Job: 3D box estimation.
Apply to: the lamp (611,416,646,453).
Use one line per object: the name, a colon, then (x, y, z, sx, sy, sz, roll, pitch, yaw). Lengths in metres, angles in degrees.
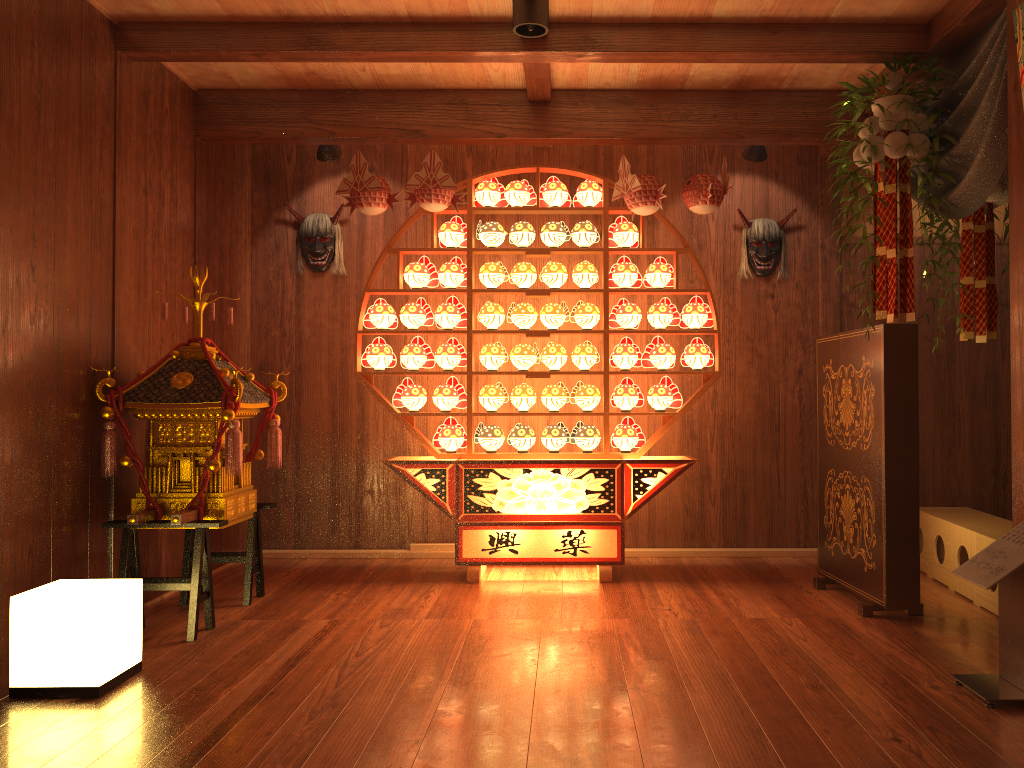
lamp: (0.612, 0.273, 4.771, 0.191, 0.197, 0.160, 0, -1, 16)

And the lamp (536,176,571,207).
lamp: (0.237, -1.048, 4.789, 0.202, 0.200, 0.155, 0, -1, -9)

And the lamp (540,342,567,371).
lamp: (0.231, -0.151, 4.772, 0.141, 0.167, 0.154, 0, -1, -13)

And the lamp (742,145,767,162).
lamp: (1.334, -1.307, 4.877, 0.132, 0.177, 0.179, 0, -1, 21)

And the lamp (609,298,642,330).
lamp: (0.635, -0.381, 4.781, 0.193, 0.187, 0.153, 0, -1, -19)

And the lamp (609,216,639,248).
lamp: (0.619, -0.828, 4.789, 0.204, 0.200, 0.154, 0, -1, -14)

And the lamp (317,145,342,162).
lamp: (-1.004, -1.304, 4.856, 0.137, 0.176, 0.172, 0, -1, -13)

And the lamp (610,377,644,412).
lamp: (0.614, 0.056, 4.771, 0.183, 0.194, 0.159, 0, -1, 11)

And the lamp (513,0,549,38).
lamp: (0.072, -1.421, 3.404, 0.144, 0.120, 0.135, 1, -2, -43)

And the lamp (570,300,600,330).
lamp: (0.411, -0.374, 4.781, 0.144, 0.173, 0.152, 1, -1, -28)

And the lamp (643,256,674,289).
lamp: (0.791, -0.606, 4.786, 0.186, 0.195, 0.160, 0, -1, 16)

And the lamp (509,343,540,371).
lamp: (0.053, -0.147, 4.778, 0.161, 0.161, 0.135, 0, -1, -24)

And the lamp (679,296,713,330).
lamp: (0.988, -0.388, 4.783, 0.197, 0.200, 0.160, 0, -1, 16)

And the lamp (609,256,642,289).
lamp: (0.612, -0.608, 4.783, 0.200, 0.200, 0.157, 0, -1, 1)

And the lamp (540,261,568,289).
lamp: (0.234, -0.591, 4.781, 0.142, 0.167, 0.153, 0, -1, -18)

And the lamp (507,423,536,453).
lamp: (0.061, 0.292, 4.763, 0.142, 0.161, 0.153, 0, -1, -18)

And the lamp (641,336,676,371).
lamp: (0.818, -0.168, 4.778, 0.204, 0.200, 0.154, 0, -1, -14)

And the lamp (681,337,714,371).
lamp: (0.999, -0.164, 4.779, 0.180, 0.192, 0.159, 0, -1, 11)

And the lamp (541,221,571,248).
lamp: (0.218, -0.811, 4.791, 0.134, 0.167, 0.162, -1, -1, 42)

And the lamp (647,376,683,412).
lamp: (0.795, 0.053, 4.774, 0.194, 0.200, 0.162, -1, -1, 36)

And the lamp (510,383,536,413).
lamp: (0.061, 0.073, 4.765, 0.139, 0.161, 0.157, 0, -1, 2)

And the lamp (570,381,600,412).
lamp: (0.413, 0.067, 4.771, 0.144, 0.173, 0.152, 1, -1, -33)

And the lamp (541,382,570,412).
lamp: (0.222, 0.070, 4.771, 0.135, 0.167, 0.162, -1, -1, 32)

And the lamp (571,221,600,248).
lamp: (0.389, -0.814, 4.786, 0.137, 0.173, 0.160, 0, -1, 17)

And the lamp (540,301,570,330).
lamp: (0.214, -0.371, 4.788, 0.162, 0.167, 0.135, 1, -1, -33)

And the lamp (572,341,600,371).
lamp: (0.389, -0.154, 4.774, 0.137, 0.173, 0.160, 0, -1, 17)

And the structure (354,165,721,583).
structure: (0.142, -0.079, 4.773, 1.961, 2.195, 0.490, 0, -1, 0)

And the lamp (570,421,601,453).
lamp: (0.413, 0.286, 4.770, 0.144, 0.173, 0.152, 1, -1, -33)

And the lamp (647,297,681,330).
lamp: (0.798, -0.383, 4.785, 0.175, 0.191, 0.162, -1, -1, 31)

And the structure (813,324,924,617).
structure: (1.631, 0.379, 4.103, 0.272, 1.250, 0.797, 0, -1, -1)

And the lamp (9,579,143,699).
lamp: (-1.419, 0.825, 2.898, 0.280, 0.315, 0.280, 0, -1, 2)

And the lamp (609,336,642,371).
lamp: (0.610, -0.165, 4.775, 0.187, 0.195, 0.159, 0, -1, 11)

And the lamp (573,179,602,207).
lamp: (0.417, -1.042, 4.790, 0.188, 0.188, 0.158, 0, -1, 6)

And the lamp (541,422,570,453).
lamp: (0.222, 0.289, 4.767, 0.135, 0.167, 0.162, -1, -1, 32)

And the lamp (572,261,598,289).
lamp: (0.394, -0.594, 4.781, 0.138, 0.173, 0.158, 0, -1, 7)
